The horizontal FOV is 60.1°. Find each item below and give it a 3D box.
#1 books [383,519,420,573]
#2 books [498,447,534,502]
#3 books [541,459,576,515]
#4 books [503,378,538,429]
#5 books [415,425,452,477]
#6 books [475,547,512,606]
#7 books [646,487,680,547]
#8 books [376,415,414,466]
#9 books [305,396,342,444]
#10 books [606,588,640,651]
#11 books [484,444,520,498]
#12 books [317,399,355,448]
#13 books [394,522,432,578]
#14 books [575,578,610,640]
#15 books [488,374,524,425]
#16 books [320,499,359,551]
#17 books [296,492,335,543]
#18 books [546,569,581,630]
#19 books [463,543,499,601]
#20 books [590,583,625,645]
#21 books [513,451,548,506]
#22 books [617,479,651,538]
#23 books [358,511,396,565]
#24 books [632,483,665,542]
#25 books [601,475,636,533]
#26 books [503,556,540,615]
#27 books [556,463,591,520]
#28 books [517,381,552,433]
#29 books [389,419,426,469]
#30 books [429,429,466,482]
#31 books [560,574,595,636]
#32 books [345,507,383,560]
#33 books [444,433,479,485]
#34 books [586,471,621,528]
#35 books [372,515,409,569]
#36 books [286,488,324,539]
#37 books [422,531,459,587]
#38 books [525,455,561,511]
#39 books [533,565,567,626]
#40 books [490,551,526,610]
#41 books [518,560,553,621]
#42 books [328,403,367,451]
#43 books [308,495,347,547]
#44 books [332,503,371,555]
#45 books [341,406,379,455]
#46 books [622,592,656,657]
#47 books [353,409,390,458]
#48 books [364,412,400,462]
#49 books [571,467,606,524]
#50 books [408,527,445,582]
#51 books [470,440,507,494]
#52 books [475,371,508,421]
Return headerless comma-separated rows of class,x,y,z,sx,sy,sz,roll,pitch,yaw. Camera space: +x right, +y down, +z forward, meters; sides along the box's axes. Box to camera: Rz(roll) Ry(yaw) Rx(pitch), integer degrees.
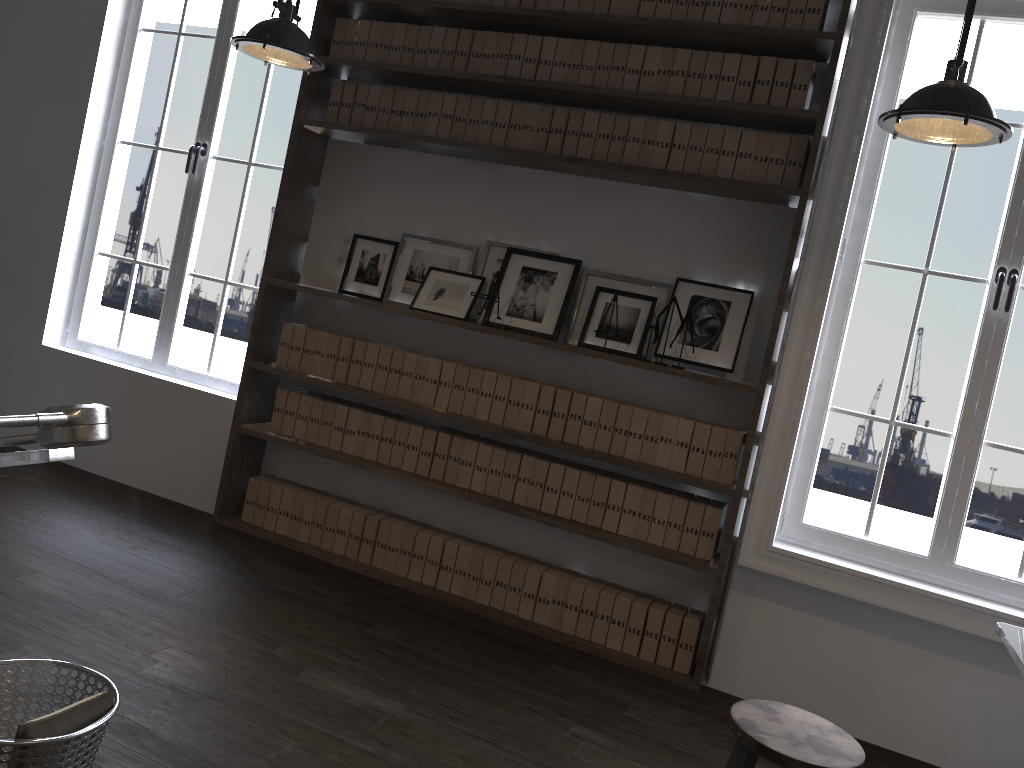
books,-0.526,0.775,4.244,0.067,0.225,0.174,13,3,20
books,0.019,0.413,4.057,0.067,0.225,0.174,13,3,20
books,0.209,0.460,3.977,0.067,0.225,0.174,13,3,20
books,0.042,0.088,4.058,0.067,0.225,0.174,13,3,20
books,-0.370,0.318,4.210,0.067,0.225,0.174,13,3,20
books,-0.085,0.883,4.069,0.067,0.225,0.174,13,3,20
books,0.651,0.568,3.806,0.067,0.225,0.174,13,3,20
books,-0.564,0.270,4.285,0.067,0.225,0.174,13,3,20
books,-0.938,0.179,4.431,0.067,0.225,0.174,13,3,20
books,0.482,1.022,3.850,0.067,0.225,0.174,13,3,20
books,-0.044,0.398,4.084,0.067,0.225,0.174,13,3,20
books,-0.875,0.194,4.405,0.067,0.225,0.174,13,3,20
books,-0.470,0.789,4.218,0.067,0.225,0.174,13,3,20
books,0.354,0.990,3.904,0.067,0.225,0.174,13,3,20
books,-0.024,0.072,4.084,0.067,0.225,0.174,13,3,20
books,-0.850,0.695,4.373,0.067,0.225,0.174,13,3,20
books,-0.979,0.664,4.416,0.067,0.225,0.174,13,3,20
books,0.231,0.960,3.950,0.067,0.225,0.174,13,3,20
books,-0.144,0.868,4.097,0.067,0.225,0.174,13,3,20
books,0.419,1.006,3.879,0.067,0.225,0.174,13,3,20
books,0.087,0.430,4.030,0.067,0.225,0.174,13,3,20
books,0.534,0.539,3.855,0.067,0.225,0.174,13,3,20
books,-0.654,0.744,4.291,0.067,0.225,0.174,13,3,20
books,0.591,0.553,3.834,0.067,0.225,0.174,13,3,20
books,0.467,0.523,3.879,0.067,0.225,0.174,13,3,20
books,0.044,0.914,4.024,0.067,0.225,0.174,13,3,20
books,0.276,0.476,3.955,0.067,0.225,0.174,13,3,20
books,0.101,0.102,4.040,0.067,0.225,0.174,13,3,20
books,-0.500,0.286,4.260,0.067,0.225,0.174,13,3,20
books,-0.304,0.334,4.178,0.067,0.225,0.174,13,3,20
books,0.291,0.975,3.922,0.067,0.225,0.174,13,3,20
books,-0.721,0.727,4.323,0.067,0.225,0.174,13,3,20
books,-0.234,0.351,4.157,0.067,0.225,0.174,13,3,20
books,0.404,0.507,3.907,0.067,0.225,0.174,13,3,20
books,-0.585,0.760,4.270,0.067,0.225,0.174,13,3,20
books,-1.038,0.649,4.444,0.067,0.225,0.174,13,3,20
books,-0.336,0.821,4.170,0.067,0.225,0.174,13,3,20
books,0.143,0.444,4.003,0.067,0.225,0.174,13,3,20
books,0.173,0.946,3.971,0.067,0.225,0.174,13,3,20
books,-0.019,0.899,4.050,0.067,0.225,0.174,13,3,20
books,0.107,0.930,3.995,0.067,0.225,0.174,13,3,20
books,-0.812,0.210,4.376,0.067,0.225,0.174,13,3,20
books,-0.915,0.679,4.398,0.067,0.225,0.174,13,3,20
books,-0.787,0.711,4.344,0.067,0.225,0.174,13,3,20
books,-0.745,0.226,4.352,0.067,0.225,0.174,13,3,20
books,0.549,1.038,3.829,0.067,0.225,0.174,13,3,20
books,-0.687,0.240,4.331,0.067,0.225,0.174,13,3,20
books,-0.628,0.255,4.303,0.067,0.225,0.174,13,3,20
books,0.341,0.492,3.934,0.067,0.225,0.174,13,3,20
books,-0.404,0.805,4.192,0.067,0.225,0.174,13,3,20
books,-0.109,0.382,4.105,0.067,0.225,0.174,13,3,20
books,-0.089,0.056,4.113,0.067,0.225,0.174,13,3,20
